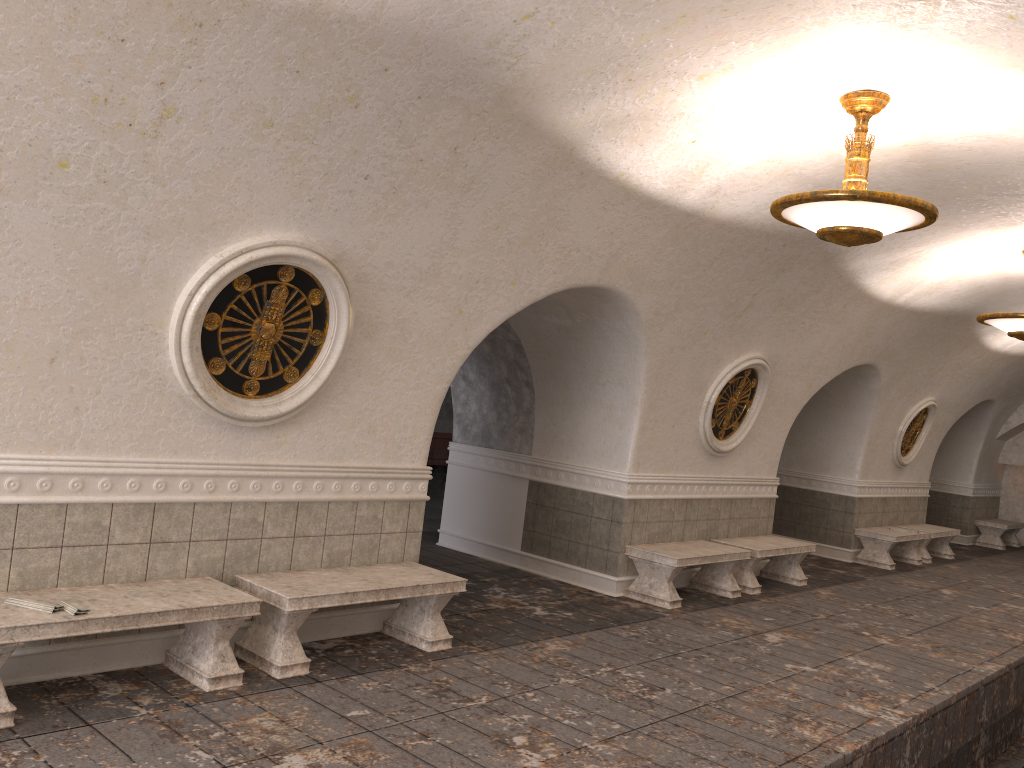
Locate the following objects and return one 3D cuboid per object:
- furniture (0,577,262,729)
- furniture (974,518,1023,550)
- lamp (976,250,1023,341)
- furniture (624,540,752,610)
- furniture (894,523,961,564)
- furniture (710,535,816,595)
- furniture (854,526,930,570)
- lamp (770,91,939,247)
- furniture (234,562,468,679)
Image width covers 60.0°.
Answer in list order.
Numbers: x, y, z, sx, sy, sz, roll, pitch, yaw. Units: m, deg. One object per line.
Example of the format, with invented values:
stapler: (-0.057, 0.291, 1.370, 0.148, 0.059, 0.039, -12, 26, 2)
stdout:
furniture: (-2.199, 1.406, 4.768, 0.613, 0.508, 1.509, 6, -1, 42)
furniture: (10.030, 3.084, 18.259, 0.613, 0.508, 1.509, 6, -1, 42)
lamp: (5.433, -0.907, 9.239, 1.008, 0.955, 1.008, 7, -1, -32)
furniture: (1.827, 1.959, 9.210, 0.613, 0.508, 1.509, 6, -1, 42)
furniture: (6.940, 2.660, 14.849, 0.613, 0.508, 1.509, 6, -1, 42)
furniture: (2.952, 2.113, 10.451, 0.613, 0.508, 1.509, 6, -1, 42)
furniture: (5.815, 2.506, 13.609, 0.613, 0.508, 1.509, 6, -1, 42)
lamp: (2.204, -1.351, 5.677, 1.008, 0.955, 1.008, 7, -1, -32)
furniture: (-1.075, 1.560, 6.009, 0.613, 0.508, 1.509, 6, -1, 42)
